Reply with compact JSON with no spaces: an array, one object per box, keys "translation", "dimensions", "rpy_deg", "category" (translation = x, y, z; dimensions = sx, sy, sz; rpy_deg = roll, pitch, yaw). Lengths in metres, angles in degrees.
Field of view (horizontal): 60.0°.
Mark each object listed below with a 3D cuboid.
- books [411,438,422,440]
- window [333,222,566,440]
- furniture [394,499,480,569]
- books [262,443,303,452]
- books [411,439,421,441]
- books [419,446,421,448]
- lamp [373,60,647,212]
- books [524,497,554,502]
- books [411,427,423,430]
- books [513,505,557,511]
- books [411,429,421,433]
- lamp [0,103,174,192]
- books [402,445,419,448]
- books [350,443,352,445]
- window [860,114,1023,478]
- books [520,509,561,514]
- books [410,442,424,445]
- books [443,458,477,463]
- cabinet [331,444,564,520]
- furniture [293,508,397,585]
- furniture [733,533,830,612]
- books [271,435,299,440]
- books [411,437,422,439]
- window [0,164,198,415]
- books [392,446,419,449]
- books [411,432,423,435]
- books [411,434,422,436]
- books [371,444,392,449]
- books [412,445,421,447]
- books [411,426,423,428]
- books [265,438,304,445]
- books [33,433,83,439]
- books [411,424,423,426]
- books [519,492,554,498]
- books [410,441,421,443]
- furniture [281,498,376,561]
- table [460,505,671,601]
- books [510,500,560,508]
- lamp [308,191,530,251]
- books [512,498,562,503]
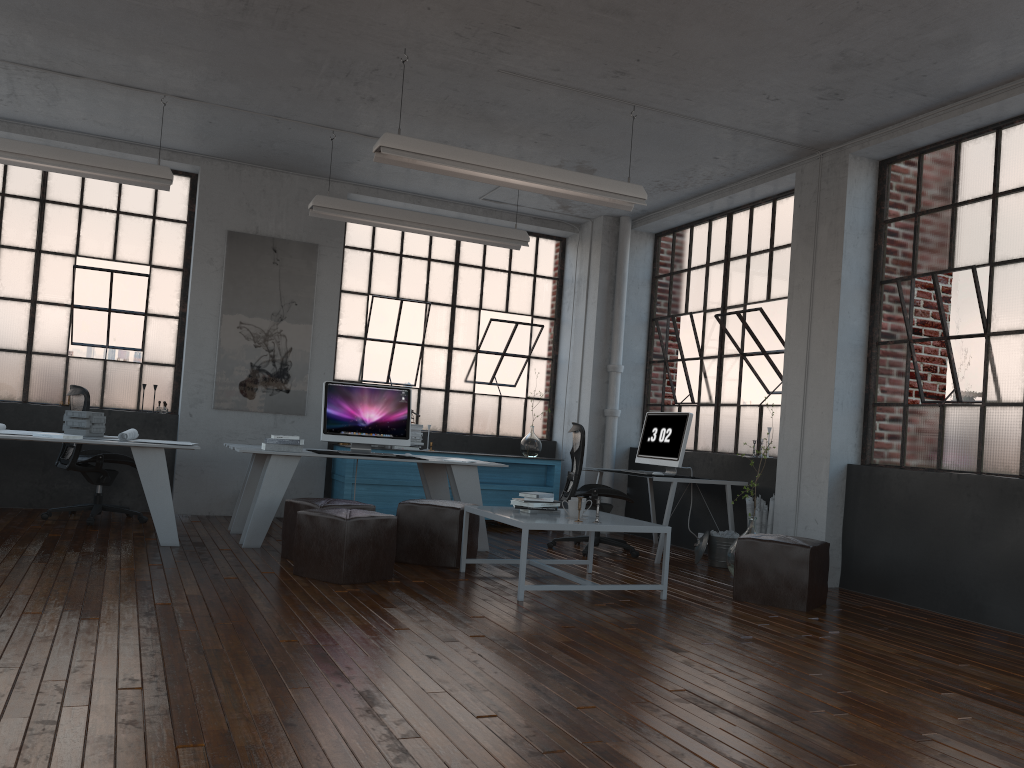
[{"translation":[-1.041,0.542,8.852],"dimensions":[0.256,0.013,0.161],"rpy_deg":[6,-4,-23],"category":"books"},{"translation":[-0.635,-0.603,9.391],"dimensions":[2.593,2.389,0.669],"rpy_deg":[5,-2,-24],"category":"window"},{"translation":[-0.528,1.055,6.305],"dimensions":[0.502,0.460,0.504],"rpy_deg":[3,-3,15],"category":"furniture"},{"translation":[-1.717,0.474,6.614],"dimensions":[0.272,0.050,0.200],"rpy_deg":[6,-3,-23],"category":"books"},{"translation":[-1.073,0.555,8.865],"dimensions":[0.288,0.016,0.182],"rpy_deg":[6,-4,-23],"category":"books"},{"translation":[-1.053,0.621,8.850],"dimensions":[0.254,0.012,0.161],"rpy_deg":[6,-4,-23],"category":"books"},{"translation":[0.052,-1.602,5.742],"dimensions":[1.879,0.628,0.202],"rpy_deg":[5,-2,-24],"category":"lamp"},{"translation":[0.178,0.746,5.765],"dimensions":[0.184,0.026,0.125],"rpy_deg":[4,-3,6],"category":"books"},{"translation":[-1.051,0.440,8.856],"dimensions":[0.273,0.021,0.174],"rpy_deg":[6,-3,-23],"category":"books"},{"translation":[0.149,0.802,5.791],"dimensions":[0.274,0.025,0.210],"rpy_deg":[4,-3,-3],"category":"books"},{"translation":[-1.078,0.462,8.862],"dimensions":[0.296,0.028,0.180],"rpy_deg":[6,-3,-23],"category":"books"},{"translation":[-3.353,-1.843,6.208],"dimensions":[1.879,0.628,0.202],"rpy_deg":[5,-2,-24],"category":"lamp"},{"translation":[-1.050,0.601,8.622],"dimensions":[0.251,0.012,0.202],"rpy_deg":[5,-3,-22],"category":"books"},{"translation":[-1.533,0.478,8.655],"dimensions":[0.032,0.239,0.172],"rpy_deg":[5,-2,-23],"category":"books"},{"translation":[3.192,-0.549,5.418],"dimensions":[0.670,2.388,2.591],"rpy_deg":[5,-3,-23],"category":"window"},{"translation":[0.182,0.828,5.792],"dimensions":[0.218,0.028,0.171],"rpy_deg":[6,-3,-23],"category":"books"},{"translation":[-1.065,0.587,8.852],"dimensions":[0.331,0.025,0.176],"rpy_deg":[6,-3,-23],"category":"books"},{"translation":[-0.414,0.612,7.098],"dimensions":[0.205,0.019,0.244],"rpy_deg":[3,-3,16],"category":"books"},{"translation":[-0.650,1.045,8.891],"dimensions":[2.264,0.732,0.627],"rpy_deg":[5,-3,-24],"category":"cabinet"},{"translation":[-1.018,0.984,5.420],"dimensions":[0.471,0.430,0.471],"rpy_deg":[2,-3,35],"category":"furniture"},{"translation":[1.728,1.203,5.678],"dimensions":[0.502,0.460,0.504],"rpy_deg":[2,-3,34],"category":"furniture"},{"translation":[-1.693,0.397,6.615],"dimensions":[0.185,0.030,0.153],"rpy_deg":[6,-3,-23],"category":"books"},{"translation":[-1.063,0.528,8.852],"dimensions":[0.285,0.012,0.159],"rpy_deg":[6,-4,-23],"category":"books"},{"translation":[-4.205,-0.951,7.831],"dimensions":[2.593,2.389,0.669],"rpy_deg":[5,-2,-24],"category":"window"},{"translation":[-1.051,0.614,8.614],"dimensions":[0.248,0.014,0.187],"rpy_deg":[6,-4,-25],"category":"books"},{"translation":[-1.058,0.485,8.871],"dimensions":[0.288,0.016,0.182],"rpy_deg":[6,-4,-23],"category":"books"},{"translation":[-1.046,0.503,8.862],"dimensions":[0.263,0.017,0.167],"rpy_deg":[6,-4,-23],"category":"books"},{"translation":[-1.298,0.594,8.510],"dimensions":[0.259,0.032,0.191],"rpy_deg":[5,-3,-21],"category":"books"},{"translation":[-1.065,0.606,8.841],"dimensions":[0.285,0.012,0.159],"rpy_deg":[6,-4,-23],"category":"books"},{"translation":[-1.051,0.421,8.855],"dimensions":[0.288,0.016,0.182],"rpy_deg":[6,-4,-23],"category":"books"},{"translation":[-1.691,0.427,6.600],"dimensions":[0.257,0.044,0.193],"rpy_deg":[4,-3,-3],"category":"books"},{"translation":[-3.090,0.355,6.040],"dimensions":[0.235,0.024,0.200],"rpy_deg":[3,-3,13],"category":"books"},{"translation":[-1.051,0.404,8.844],"dimensions":[0.288,0.016,0.182],"rpy_deg":[6,-4,-23],"category":"books"},{"translation":[0.159,0.721,5.759],"dimensions":[0.141,0.026,0.202],"rpy_deg":[2,-4,36],"category":"books"},{"translation":[-1.052,0.570,8.857],"dimensions":[0.254,0.013,0.161],"rpy_deg":[6,-4,-23],"category":"books"},{"translation":[-1.242,0.996,5.991],"dimensions":[0.480,0.439,0.480],"rpy_deg":[2,-4,45],"category":"furniture"},{"translation":[0.314,1.065,5.678],"dimensions":[0.992,0.444,0.972],"rpy_deg":[5,-3,-23],"category":"table"},{"translation":[0.152,0.779,5.791],"dimensions":[0.200,0.031,0.272],"rpy_deg":[1,-4,41],"category":"books"},{"translation":[-0.730,-1.362,7.356],"dimensions":[1.879,0.205,0.202],"rpy_deg":[6,-3,-24],"category":"lamp"},{"translation":[0.163,0.762,5.793],"dimensions":[0.275,0.014,0.200],"rpy_deg":[6,-4,-23],"category":"books"}]
